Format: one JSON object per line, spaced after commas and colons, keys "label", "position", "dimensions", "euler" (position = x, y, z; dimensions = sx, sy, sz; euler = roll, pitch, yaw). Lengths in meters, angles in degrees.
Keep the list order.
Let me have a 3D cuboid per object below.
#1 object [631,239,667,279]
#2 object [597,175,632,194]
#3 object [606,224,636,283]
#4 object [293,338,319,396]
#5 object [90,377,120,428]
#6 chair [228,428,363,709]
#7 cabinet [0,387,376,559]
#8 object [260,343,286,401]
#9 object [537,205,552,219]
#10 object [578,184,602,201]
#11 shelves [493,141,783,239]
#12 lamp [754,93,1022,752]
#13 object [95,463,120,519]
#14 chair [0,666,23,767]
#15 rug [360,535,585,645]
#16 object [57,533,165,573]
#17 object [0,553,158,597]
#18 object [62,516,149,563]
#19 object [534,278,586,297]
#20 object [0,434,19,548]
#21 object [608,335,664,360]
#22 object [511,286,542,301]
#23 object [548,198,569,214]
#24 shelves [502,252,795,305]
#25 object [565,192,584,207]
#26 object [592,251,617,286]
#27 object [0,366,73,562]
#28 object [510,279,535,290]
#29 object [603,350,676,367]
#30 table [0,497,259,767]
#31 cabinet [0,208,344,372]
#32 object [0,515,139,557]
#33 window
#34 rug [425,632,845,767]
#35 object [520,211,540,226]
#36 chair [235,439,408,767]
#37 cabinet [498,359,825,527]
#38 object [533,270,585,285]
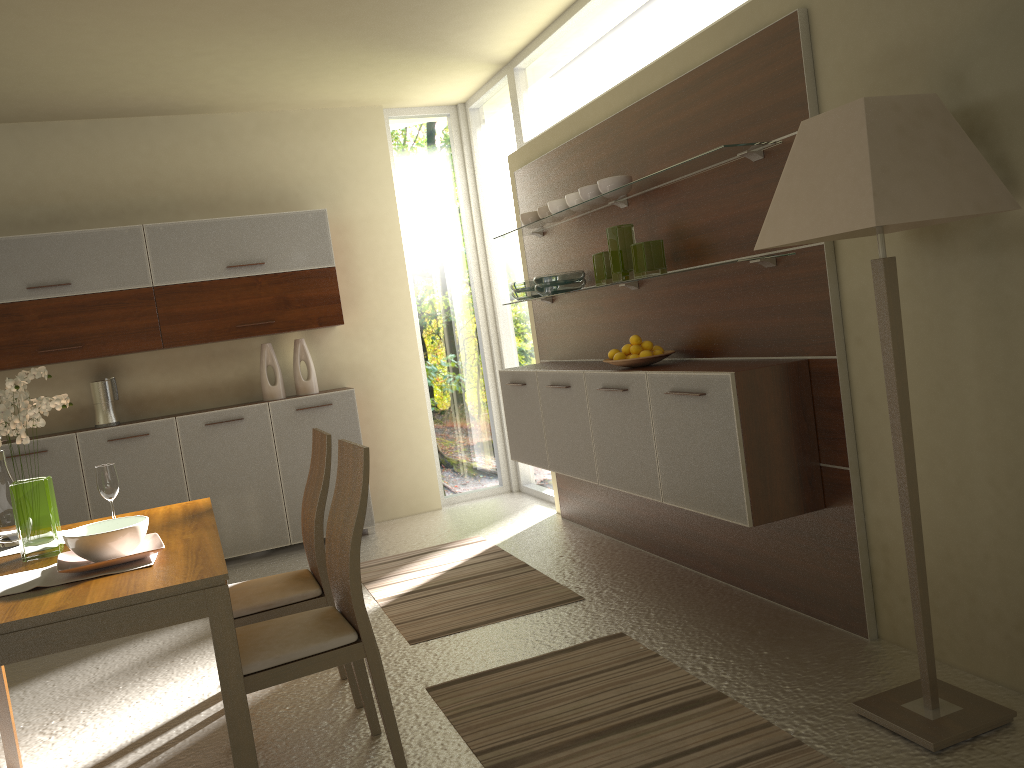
{"label": "object", "position": [0.614, -0.559, 3.982], "dimensions": [0.112, 0.160, 0.111], "euler": [-10, 4, -21]}
{"label": "object", "position": [0.486, -0.925, 4.165], "dimensions": [0.163, 0.077, 0.163], "euler": [-6, 5, 28]}
{"label": "object", "position": [0.520, -0.611, 4.151], "dimensions": [0.099, 0.259, 0.099], "euler": [-10, 4, -21]}
{"label": "object", "position": [-1.435, -0.119, 6.104], "dimensions": [0.153, 0.384, 0.153], "euler": [-7, 4, 13]}
{"label": "object", "position": [-2.592, 0.116, 5.662], "dimensions": [0.181, 0.305, 0.150], "euler": [-9, 4, -14]}
{"label": "chair", "position": [-0.879, 0.718, 3.317], "dimensions": [0.507, 1.017, 0.404], "euler": [-10, 4, -20]}
{"label": "cabinet", "position": [-2.130, 0.708, 5.834], "dimensions": [2.318, 1.018, 0.372], "euler": [-10, 4, -20]}
{"label": "object", "position": [-1.641, -0.085, 6.027], "dimensions": [0.153, 0.384, 0.153], "euler": [-7, 4, 13]}
{"label": "object", "position": [0.223, -0.942, 4.902], "dimensions": [0.163, 0.077, 0.163], "euler": [-6, 5, 28]}
{"label": "object", "position": [0.410, -0.927, 4.337], "dimensions": [0.163, 0.077, 0.163], "euler": [-6, 5, 28]}
{"label": "shelves", "position": [0.436, -0.888, 4.344], "dimensions": [0.255, 0.008, 2.463], "euler": [-10, 4, -20]}
{"label": "lamp", "position": [1.119, 0.105, 2.554], "dimensions": [0.499, 1.782, 0.499], "euler": [-10, 4, -20]}
{"label": "object", "position": [-1.429, 0.402, 3.157], "dimensions": [0.075, 0.232, 0.075], "euler": [-6, 5, 28]}
{"label": "chair", "position": [-1.985, 0.907, 2.859], "dimensions": [0.507, 1.017, 0.404], "euler": [-9, 4, -19]}
{"label": "rug", "position": [-0.323, 1.047, 4.743], "dimensions": [0.842, 0.007, 1.613], "euler": [-9, 4, -19]}
{"label": "object", "position": [-1.179, 0.506, 2.609], "dimensions": [0.283, 0.033, 0.283], "euler": [-10, 5, -26]}
{"label": "object", "position": [-1.330, 0.549, 2.541], "dimensions": [0.589, 0.010, 0.287], "euler": [-9, 4, -17]}
{"label": "object", "position": [-1.184, 0.466, 2.606], "dimensions": [0.233, 0.101, 0.233], "euler": [-11, 5, -31]}
{"label": "object", "position": [0.267, -0.529, 4.876], "dimensions": [0.288, 0.068, 0.288], "euler": [-6, 5, 28]}
{"label": "object", "position": [-1.785, 0.354, 3.109], "dimensions": [0.156, 0.426, 0.156], "euler": [-6, 4, 21]}
{"label": "object", "position": [0.574, -0.160, 4.124], "dimensions": [0.259, 0.139, 0.230], "euler": [-5, 5, 39]}
{"label": "object", "position": [0.141, -0.535, 5.200], "dimensions": [0.288, 0.068, 0.288], "euler": [-6, 5, 28]}
{"label": "object", "position": [0.274, -0.935, 4.707], "dimensions": [0.163, 0.077, 0.163], "euler": [-6, 5, 28]}
{"label": "shelves", "position": [0.492, -0.485, 4.374], "dimensions": [0.255, 0.008, 2.463], "euler": [-10, 4, -20]}
{"label": "object", "position": [0.356, -0.933, 4.524], "dimensions": [0.163, 0.077, 0.163], "euler": [-6, 4, 21]}
{"label": "object", "position": [0.473, -0.564, 4.327], "dimensions": [0.111, 0.160, 0.112], "euler": [-10, 4, -21]}
{"label": "object", "position": [-1.552, 0.255, 2.851], "dimensions": [0.304, 0.608, 0.302], "euler": [-9, 4, -17]}
{"label": "object", "position": [0.135, -0.577, 5.197], "dimensions": [0.288, 0.068, 0.288], "euler": [-6, 5, 28]}
{"label": "object", "position": [0.592, -0.106, 4.115], "dimensions": [0.337, 0.053, 0.337], "euler": [-7, 4, 11]}
{"label": "table", "position": [-1.389, 0.943, 2.806], "dimensions": [1.000, 0.790, 1.411], "euler": [-10, 4, -20]}
{"label": "cabinet", "position": [-2.317, -0.616, 5.736], "dimensions": [2.318, 0.789, 0.372], "euler": [-10, 4, -20]}
{"label": "object", "position": [-1.629, 0.547, 3.132], "dimensions": [0.589, 0.010, 0.287], "euler": [-10, 5, -23]}
{"label": "window", "position": [-2.138, -0.137, 3.762], "dimensions": [6.429, 3.000, 4.466], "euler": [-10, 5, -23]}
{"label": "rug", "position": [0.340, 1.102, 2.750], "dimensions": [0.843, 0.010, 1.613], "euler": [-10, 4, -20]}
{"label": "object", "position": [0.130, -0.943, 5.086], "dimensions": [0.163, 0.077, 0.163], "euler": [-6, 5, 28]}
{"label": "chair", "position": [-0.659, 0.728, 2.769], "dimensions": [0.507, 1.017, 0.404], "euler": [-10, 5, -23]}
{"label": "cabinet", "position": [0.533, 0.194, 4.403], "dimensions": [0.372, 0.570, 2.463], "euler": [-10, 4, -20]}
{"label": "object", "position": [0.261, -0.571, 4.873], "dimensions": [0.288, 0.068, 0.288], "euler": [-6, 5, 28]}
